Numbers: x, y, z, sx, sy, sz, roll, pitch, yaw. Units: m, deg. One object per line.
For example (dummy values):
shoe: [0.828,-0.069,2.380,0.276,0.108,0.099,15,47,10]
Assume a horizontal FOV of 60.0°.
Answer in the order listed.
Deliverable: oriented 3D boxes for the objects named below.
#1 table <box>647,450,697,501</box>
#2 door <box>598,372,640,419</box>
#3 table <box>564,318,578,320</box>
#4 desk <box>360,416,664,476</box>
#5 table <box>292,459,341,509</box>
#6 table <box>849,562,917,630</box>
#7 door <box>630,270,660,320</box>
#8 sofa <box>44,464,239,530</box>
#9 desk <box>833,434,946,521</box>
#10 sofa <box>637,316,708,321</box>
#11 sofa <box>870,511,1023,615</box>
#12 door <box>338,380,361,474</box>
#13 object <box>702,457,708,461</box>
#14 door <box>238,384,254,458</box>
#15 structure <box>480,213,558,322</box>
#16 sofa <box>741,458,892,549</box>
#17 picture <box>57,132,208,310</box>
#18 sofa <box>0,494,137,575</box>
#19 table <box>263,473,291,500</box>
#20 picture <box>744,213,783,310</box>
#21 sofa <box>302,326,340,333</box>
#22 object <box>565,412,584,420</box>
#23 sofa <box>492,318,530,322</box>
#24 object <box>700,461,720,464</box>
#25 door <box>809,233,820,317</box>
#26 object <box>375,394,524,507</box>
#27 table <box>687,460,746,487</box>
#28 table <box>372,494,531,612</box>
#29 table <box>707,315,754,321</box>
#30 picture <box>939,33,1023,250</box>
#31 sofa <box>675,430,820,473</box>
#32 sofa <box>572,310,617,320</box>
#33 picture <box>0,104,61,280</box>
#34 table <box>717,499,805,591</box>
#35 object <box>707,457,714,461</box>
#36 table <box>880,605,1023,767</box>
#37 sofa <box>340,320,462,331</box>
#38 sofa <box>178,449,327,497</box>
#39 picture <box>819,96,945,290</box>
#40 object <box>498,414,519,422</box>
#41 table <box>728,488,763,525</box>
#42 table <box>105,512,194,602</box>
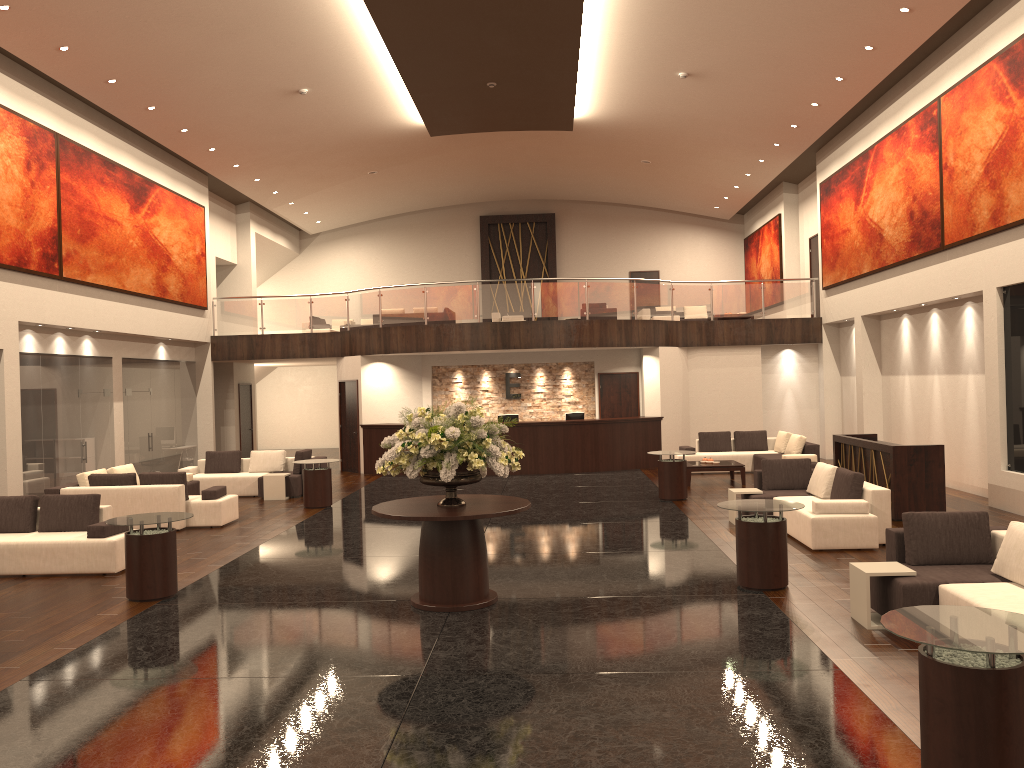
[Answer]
table: [2.735,1.563,15.103,0.833,0.795,0.844,-1,0,42]
door: [2.625,0.832,21.654,0.990,2.232,0.104,-2,0,3]
table: [1.734,-1.686,25.918,0.400,0.460,0.400,-2,0,3]
desk: [-0.039,1.440,20.529,7.146,1.171,1.674,-2,0,4]
table: [-3.373,1.733,15.375,0.833,0.795,0.844,-1,0,42]
table: [3.063,1.742,7.328,0.400,0.460,0.400,-2,0,3]
door: [4.452,-2.657,29.603,0.990,2.232,0.104,-2,0,3]
sofa: [-5.595,1.765,14.788,2.586,0.862,3.366,-2,0,3]
desk: [5.660,1.361,13.494,0.700,1.043,2.606,-2,0,3]
sofa: [5.498,-1.994,26.510,3.366,0.862,2.586,-2,0,3]
sofa: [3.679,1.525,6.516,1.291,0.862,2.846,-2,0,3]
door: [-3.925,1.018,21.459,0.104,2.232,0.990,-2,0,-37]
object: [3.817,1.495,17.525,0.119,0.106,0.119,-2,0,26]
door: [-7.300,1.105,24.312,0.104,2.232,0.990,-2,0,3]
structure: [0.239,-3.544,29.696,2.524,4.236,0.187,-2,0,3]
sofa: [3.909,1.506,11.684,1.291,0.862,2.846,-2,0,3]
picture: [-7.642,-3.059,18.422,0.070,2.526,6.485,-2,0,3]
sofa: [-5.814,1.783,9.442,2.586,0.862,3.366,-2,0,3]
table: [-4.413,1.929,16.690,0.400,0.460,0.400,-2,0,3]
picture: [7.612,-3.505,26.989,0.070,2.526,4.515,-2,0,3]
sofa: [-4.763,-1.711,27.993,3.366,0.862,2.586,-2,0,3]
object: [1.454,0.904,20.457,0.483,0.485,0.189,-2,0,-22]
sofa: [0.104,-1.845,26.899,1.291,0.862,2.846,-2,0,3]
object: [3.856,1.529,17.263,0.154,0.040,0.437,-2,0,-42]
door: [7.885,-2.737,22.937,0.104,2.232,0.990,-2,0,3]
object: [-0.617,0.601,8.450,1.453,1.097,1.402,-2,0,-41]
table: [3.881,1.736,17.309,1.100,0.380,1.100,-2,0,3]
table: [-0.563,1.608,8.449,1.498,0.921,1.498,-2,0,-6]
table: [6.250,-1.772,25.386,1.100,0.380,1.100,-2,0,3]
picture: [6.958,-3.452,12.254,0.070,2.526,4.515,-2,0,3]
sofa: [4.789,1.467,18.097,2.586,0.862,3.366,-2,0,3]
sofa: [2.420,-1.909,26.672,1.291,0.862,2.846,-2,0,3]
picture: [-7.887,-3.039,12.915,0.070,2.526,4.515,-2,0,3]
table: [2.452,1.586,8.717,0.833,0.795,0.844,-2,0,-37]
object: [3.894,1.493,17.391,0.119,0.106,0.119,-2,0,-16]
table: [2.289,1.601,4.398,0.833,0.795,0.844,-2,0,-37]
sofa: [-3.229,-1.750,26.423,3.366,0.862,2.586,-2,0,3]
sofa: [-5.172,1.747,17.381,2.846,0.862,1.291,-2,0,3]
picture: [7.203,-3.472,17.761,0.070,2.526,6.485,-2,0,3]
object: [-0.082,0.948,20.347,0.483,0.485,0.189,-2,0,3]
table: [3.292,1.724,12.497,0.400,0.460,0.400,-2,0,3]
table: [-3.656,1.756,8.989,0.833,0.795,0.844,-2,0,-37]
